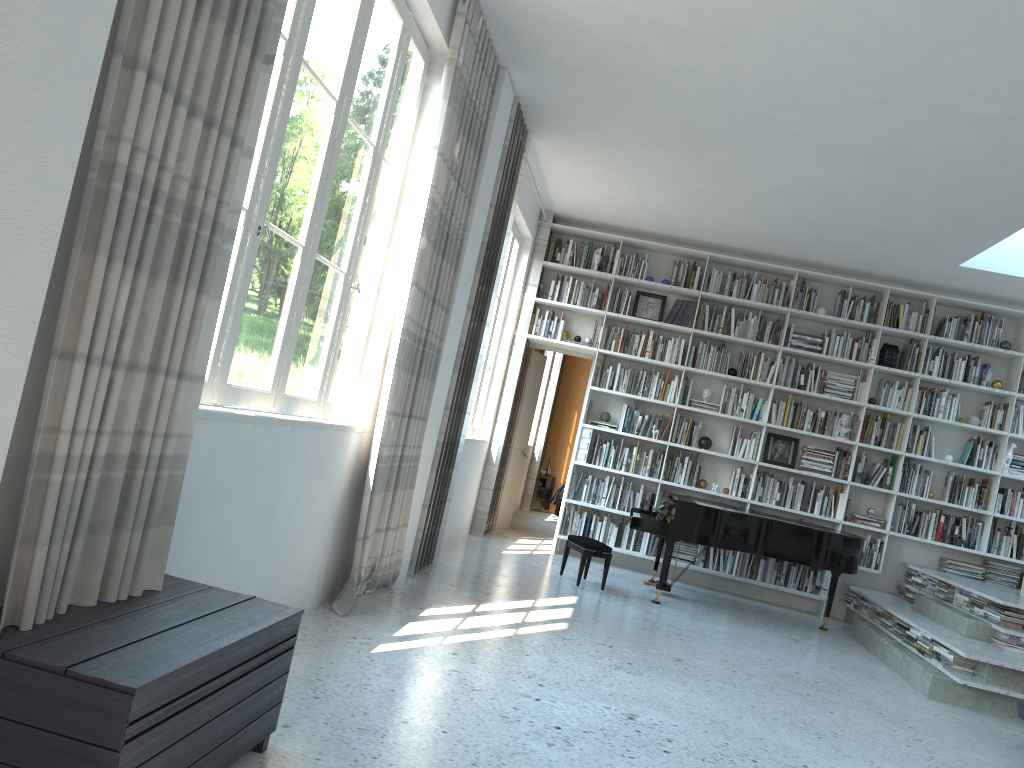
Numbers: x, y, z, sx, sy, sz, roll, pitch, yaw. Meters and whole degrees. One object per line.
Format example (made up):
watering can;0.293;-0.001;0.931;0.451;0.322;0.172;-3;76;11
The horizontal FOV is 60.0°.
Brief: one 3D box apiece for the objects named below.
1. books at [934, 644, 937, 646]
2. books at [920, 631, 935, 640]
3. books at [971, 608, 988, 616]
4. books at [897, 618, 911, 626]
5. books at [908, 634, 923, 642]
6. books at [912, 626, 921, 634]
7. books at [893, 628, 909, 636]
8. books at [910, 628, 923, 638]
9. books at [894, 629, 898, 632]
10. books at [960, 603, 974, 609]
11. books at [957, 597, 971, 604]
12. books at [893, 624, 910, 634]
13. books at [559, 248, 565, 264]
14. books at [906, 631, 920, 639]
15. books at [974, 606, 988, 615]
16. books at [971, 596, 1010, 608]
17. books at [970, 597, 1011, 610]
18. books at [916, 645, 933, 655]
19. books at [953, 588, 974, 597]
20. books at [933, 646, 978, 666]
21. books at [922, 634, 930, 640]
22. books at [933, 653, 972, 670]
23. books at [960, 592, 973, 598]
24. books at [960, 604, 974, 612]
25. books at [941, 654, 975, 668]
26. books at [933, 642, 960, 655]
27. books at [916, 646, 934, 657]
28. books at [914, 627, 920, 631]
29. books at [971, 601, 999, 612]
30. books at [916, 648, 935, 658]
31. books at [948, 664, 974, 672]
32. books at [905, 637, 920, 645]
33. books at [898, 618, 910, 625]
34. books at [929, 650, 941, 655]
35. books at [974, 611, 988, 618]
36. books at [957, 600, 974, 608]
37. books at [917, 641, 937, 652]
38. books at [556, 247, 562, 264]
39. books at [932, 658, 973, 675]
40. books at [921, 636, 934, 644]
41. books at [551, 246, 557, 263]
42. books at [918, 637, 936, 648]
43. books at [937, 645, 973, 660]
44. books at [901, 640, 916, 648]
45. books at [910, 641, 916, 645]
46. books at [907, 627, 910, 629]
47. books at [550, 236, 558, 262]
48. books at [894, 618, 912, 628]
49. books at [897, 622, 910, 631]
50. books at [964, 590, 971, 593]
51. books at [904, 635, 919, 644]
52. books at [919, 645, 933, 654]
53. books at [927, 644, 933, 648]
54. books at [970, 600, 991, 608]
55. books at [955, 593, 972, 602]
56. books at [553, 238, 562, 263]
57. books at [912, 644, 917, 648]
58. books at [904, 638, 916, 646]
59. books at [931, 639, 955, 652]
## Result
books;2.925;1.772;6.035;0.133;0.009;0.210;12;-3;12
books;2.910;1.731;6.039;0.182;0.016;0.257;12;-3;11
books;3.517;1.699;6.544;0.154;0.007;0.293;12;-3;11
books;3.005;1.798;6.636;0.157;0.007;0.268;12;-3;8
books;2.939;1.823;6.334;0.171;0.007;0.260;12;-3;11
books;2.961;1.772;6.334;0.139;0.013;0.288;12;-3;13
books;2.975;1.866;6.635;0.177;0.011;0.220;12;-3;10
books;2.959;1.792;6.333;0.141;0.028;0.223;12;-3;3
books;2.982;1.878;6.634;0.147;0.008;0.290;12;-3;4
books;3.573;1.729;6.843;0.136;0.013;0.258;12;-3;8
books;3.554;1.686;6.849;0.177;0.015;0.187;12;-3;13
books;2.981;1.849;6.636;0.160;0.025;0.244;12;-3;3
books;0.504;-1.249;8.857;0.031;0.195;0.145;12;-2;8
books;2.940;1.811;6.335;0.180;0.017;0.183;12;-3;5
books;3.526;1.683;6.544;0.155;0.028;0.189;12;-3;9
books;3.531;1.612;6.548;0.171;0.007;0.260;12;-3;6
books;3.528;1.621;6.548;0.168;0.013;0.281;12;-3;5
books;2.885;1.830;6.036;0.191;0.006;0.275;12;-3;10
books;3.559;1.625;6.852;0.192;0.014;0.256;12;-3;4
books;2.866;1.755;5.735;0.156;0.027;0.287;12;-3;3
books;2.907;1.744;6.039;0.178;0.010;0.196;12;-3;13
books;2.846;1.793;5.736;0.187;0.017;0.206;12;-3;13
books;3.578;1.645;6.849;0.145;0.017;0.208;12;-3;3
books;3.561;1.741;6.844;0.131;0.016;0.262;12;-3;13
books;2.881;1.781;5.732;0.137;0.019;0.224;12;-3;9
books;2.867;1.721;5.738;0.176;0.010;0.266;12;-3;4
books;2.890;1.838;6.035;0.178;0.009;0.277;12;-3;6
books;2.964;1.759;6.335;0.156;0.014;0.215;12;-3;10
books;3.523;1.655;6.546;0.177;0.026;0.230;12;-3;8
books;2.877;1.848;6.036;0.191;0.016;0.209;12;-3;13
books;2.878;1.816;5.730;0.132;0.014;0.205;12;-3;8
books;2.933;1.852;6.333;0.180;0.008;0.267;12;-3;7
books;3.002;1.790;6.637;0.160;0.008;0.239;12;-3;9
books;2.911;1.819;6.033;0.154;0.014;0.197;12;-3;8
books;3.518;1.713;6.543;0.142;0.020;0.231;12;-3;13
books;3.561;1.707;6.847;0.167;0.024;0.192;12;-3;9
books;2.894;1.801;6.037;0.191;0.015;0.246;12;-3;9
books;0.472;-1.253;8.836;0.028;0.186;0.182;12;-3;8
books;2.845;1.825;5.733;0.184;0.017;0.230;12;-3;10
books;2.913;1.762;6.037;0.175;0.006;0.251;12;-3;8
books;0.424;-1.267;8.848;0.024;0.194;0.167;12;-3;8
books;2.901;1.778;6.037;0.168;0.013;0.281;12;-3;3
books;2.871;1.735;5.736;0.164;0.015;0.243;12;-3;12
books;2.916;1.878;6.333;0.193;0.005;0.225;12;-3;4
books;2.937;1.862;6.331;0.158;0.009;0.275;12;-3;11
books;3.001;1.819;6.635;0.150;0.008;0.217;12;-3;7
books;0.415;-1.315;8.850;0.014;0.286;0.175;12;-2;8
books;2.989;1.805;6.638;0.170;0.014;0.281;12;-3;5
books;2.996;1.831;6.635;0.142;0.017;0.239;12;-3;4
books;3.591;1.617;6.849;0.134;0.014;0.181;12;-3;13
books;2.929;1.841;6.334;0.189;0.013;0.215;12;-3;6
books;2.901;1.827;6.034;0.170;0.006;0.268;12;-3;8
books;2.909;1.794;6.035;0.150;0.004;0.291;12;-3;12
books;3.522;1.637;6.547;0.187;0.009;0.250;12;-3;8
books;3.564;1.665;6.849;0.174;0.029;0.250;12;-3;6
books;0.455;-1.299;8.841;0.025;0.269;0.177;12;-2;8
books;2.936;1.876;6.331;0.147;0.008;0.236;12;-3;13
books;2.934;1.868;6.331;0.171;0.005;0.297;12;-3;7
books;2.863;1.708;5.739;0.192;0.014;0.256;12;-3;4
